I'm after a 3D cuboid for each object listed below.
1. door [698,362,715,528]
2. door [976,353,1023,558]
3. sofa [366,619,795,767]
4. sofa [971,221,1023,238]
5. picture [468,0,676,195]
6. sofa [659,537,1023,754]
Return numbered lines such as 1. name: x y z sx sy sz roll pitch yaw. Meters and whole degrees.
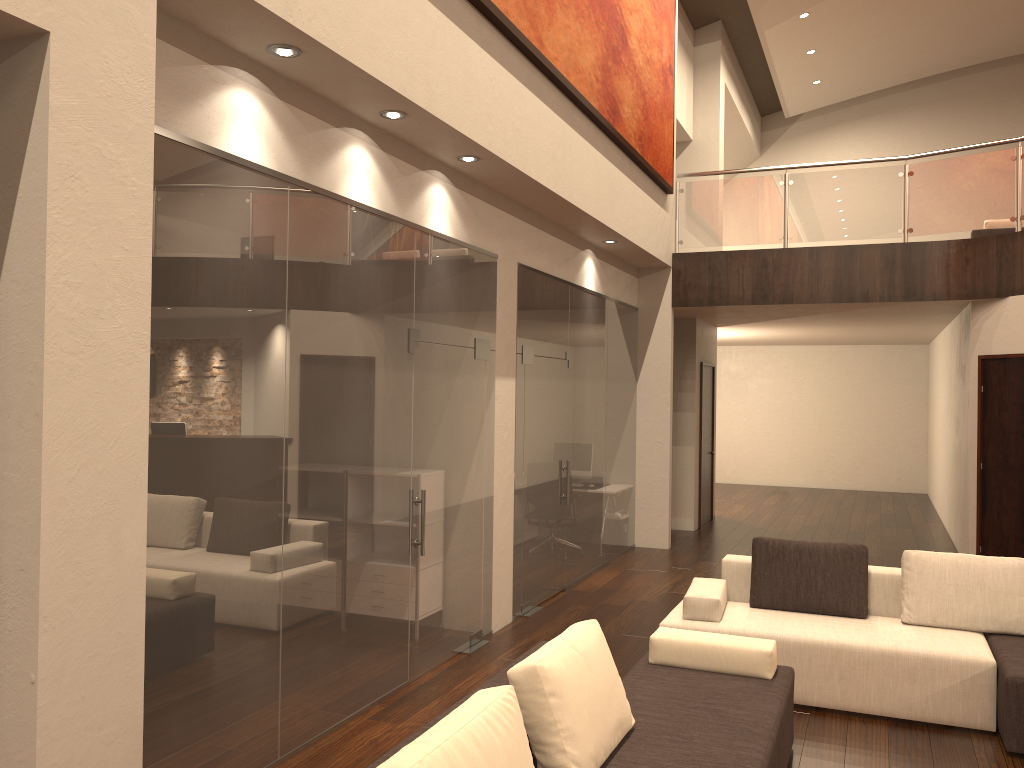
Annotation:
1. door: 2.711 0.827 12.407 0.104 2.232 0.990 1 -1 22
2. door: 4.921 0.822 8.579 0.104 2.232 0.990 1 -1 -17
3. sofa: 1.060 1.394 2.867 2.586 0.862 3.366 1 -1 22
4. sofa: 7.372 -1.835 13.020 3.366 0.862 2.586 1 -1 22
5. picture: 0.568 -3.444 6.992 0.070 2.526 6.485 1 -1 22
6. sofa: 2.337 1.435 5.164 2.846 0.862 1.291 1 -1 22
